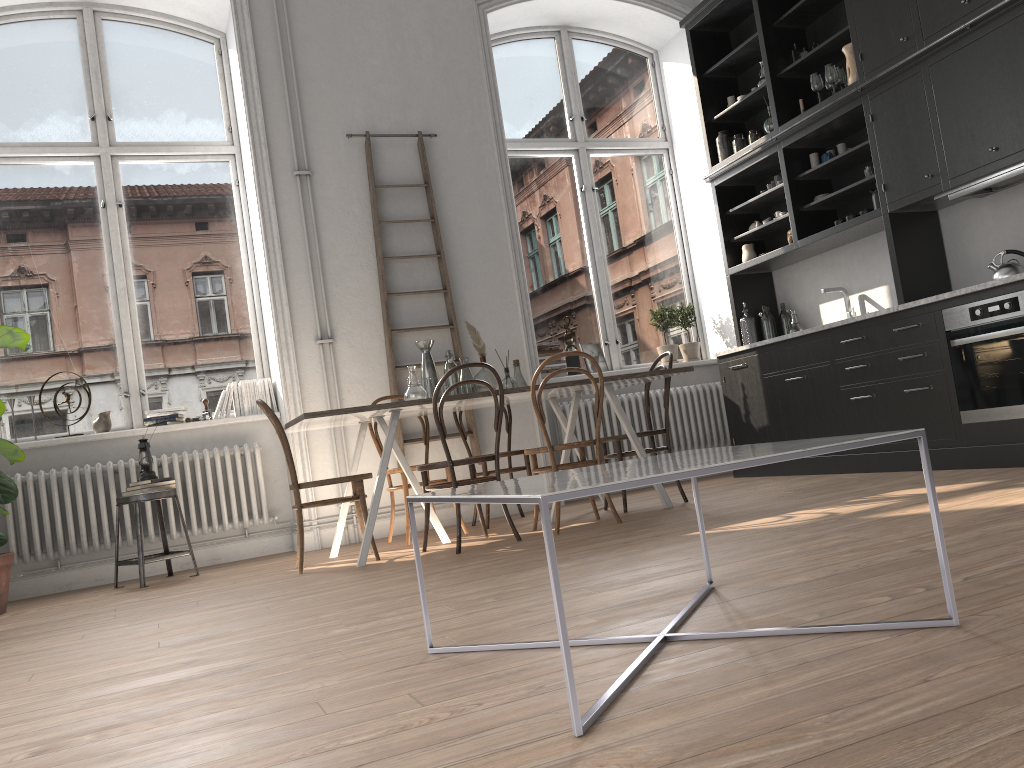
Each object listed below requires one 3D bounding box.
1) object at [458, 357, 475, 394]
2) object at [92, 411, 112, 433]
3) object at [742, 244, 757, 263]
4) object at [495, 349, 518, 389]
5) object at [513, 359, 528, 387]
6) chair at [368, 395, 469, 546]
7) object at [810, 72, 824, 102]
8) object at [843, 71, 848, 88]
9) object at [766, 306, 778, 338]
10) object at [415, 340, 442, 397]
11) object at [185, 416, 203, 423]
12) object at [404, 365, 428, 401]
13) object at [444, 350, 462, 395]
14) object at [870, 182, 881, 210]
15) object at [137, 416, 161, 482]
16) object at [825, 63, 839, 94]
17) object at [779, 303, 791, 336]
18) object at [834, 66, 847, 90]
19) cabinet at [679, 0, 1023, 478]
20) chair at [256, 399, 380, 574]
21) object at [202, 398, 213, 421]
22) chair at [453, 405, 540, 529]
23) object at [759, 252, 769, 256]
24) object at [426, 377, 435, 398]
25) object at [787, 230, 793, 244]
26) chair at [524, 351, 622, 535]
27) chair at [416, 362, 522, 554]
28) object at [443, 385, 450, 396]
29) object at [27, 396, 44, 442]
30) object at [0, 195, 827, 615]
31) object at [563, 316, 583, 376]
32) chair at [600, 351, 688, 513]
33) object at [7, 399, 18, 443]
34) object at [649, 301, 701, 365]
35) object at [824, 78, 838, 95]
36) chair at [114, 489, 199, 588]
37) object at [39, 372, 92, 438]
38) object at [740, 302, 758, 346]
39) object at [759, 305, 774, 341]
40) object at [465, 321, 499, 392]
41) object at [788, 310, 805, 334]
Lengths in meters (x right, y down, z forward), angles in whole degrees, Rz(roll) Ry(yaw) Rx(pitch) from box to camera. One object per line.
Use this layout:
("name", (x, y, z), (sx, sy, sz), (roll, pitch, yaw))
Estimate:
("object", (-0.267, -0.026, 5.234), (0.100, 0.255, 0.098), (-12, -5, 44))
("object", (-2.637, 0.250, 5.704), (0.102, 0.142, 0.100), (-12, -5, 42))
("object", (1.803, -0.981, 6.731), (0.127, 0.144, 0.116), (-5, -5, -44))
("object", (-0.030, -0.074, 5.246), (0.106, 0.283, 0.107), (-7, -4, -27))
("object", (0.039, -0.041, 5.351), (0.101, 0.211, 0.101), (-10, -4, 17))
("chair", (-0.601, 0.494, 5.462), (0.437, 0.920, 0.549), (-7, -4, -24))
("object", (2.010, -1.925, 5.820), (0.083, 0.221, 0.083), (-9, -4, 9))
("object", (2.238, -1.956, 5.864), (0.083, 0.221, 0.083), (-9, -4, 9))
("object", (1.978, -0.445, 6.799), (0.086, 0.301, 0.086), (-8, -4, -8))
("object", (-0.485, -0.061, 5.194), (0.116, 0.382, 0.116), (-8, -4, -11))
("object", (-2.129, 0.238, 5.931), (0.088, 0.048, 0.153), (-10, -4, 17))
("object", (-0.540, 0.010, 4.903), (0.132, 0.219, 0.132), (-6, -4, -33))
("object", (-0.347, -0.045, 5.126), (0.086, 0.301, 0.086), (-6, -4, -37))
("object", (2.308, -1.165, 5.513), (0.124, 0.191, 0.129), (-9, -4, 5))
("object", (-2.181, 0.385, 5.325), (0.154, 0.383, 0.163), (-12, -5, 41))
("object", (2.061, -1.941, 5.700), (0.083, 0.221, 0.083), (-10, -4, 24))
("object", (2.076, -0.464, 6.726), (0.086, 0.301, 0.086), (-10, -4, 23))
("object", (2.142, -1.948, 5.768), (0.083, 0.221, 0.083), (-7, -4, -23))
("cabinet", (2.276, -1.285, 5.407), (0.634, 3.581, 3.253), (-7, -4, -22))
("chair", (-1.021, 0.504, 4.717), (0.549, 0.920, 0.438), (-8, -4, -14))
("object", (-2.037, 0.171, 5.915), (0.088, 0.153, 0.048), (-11, -4, 37))
("chair", (-0.104, 0.441, 5.753), (0.437, 0.920, 0.549), (-7, -4, -15))
("object", (1.933, -0.953, 6.609), (0.180, 0.037, 0.180), (-5, -5, -37))
("object", (-0.465, 0.041, 5.067), (0.083, 0.158, 0.084), (-7, -4, -27))
("object", (1.978, -1.030, 6.252), (0.069, 0.123, 0.173), (-9, -4, 10))
("chair", (0.290, 0.314, 4.782), (0.437, 0.920, 0.549), (-8, -4, -11))
("chair", (-0.260, 0.382, 4.592), (0.437, 0.920, 0.549), (-7, -4, -27))
("object", (-0.369, 0.055, 5.001), (0.058, 0.094, 0.058), (-9, -4, 6))
("object", (-2.993, 0.219, 5.548), (0.095, 0.288, 0.095), (-8, -4, 0))
("object", (-0.529, 0.015, 5.463), (5.825, 1.841, 0.792), (-7, -4, -17))
("object", (0.464, -0.301, 7.036), (0.122, 0.488, 0.102), (-9, -4, 2))
("chair", (0.776, 0.288, 5.439), (0.549, 0.920, 0.438), (-8, -4, -10))
("object", (-3.121, 0.238, 5.556), (0.095, 0.288, 0.095), (-9, -4, 9))
("object", (1.363, -0.426, 7.415), (0.500, 0.523, 0.234), (-6, -4, -33))
("object", (2.111, -1.938, 5.844), (0.083, 0.221, 0.083), (-6, -4, -30))
("chair", (-2.118, 0.901, 5.217), (0.360, 0.522, 0.364), (-12, -5, 41))
("object", (-2.836, 0.133, 5.643), (0.347, 0.425, 0.087), (-9, -4, 10))
("object", (1.782, -0.449, 6.706), (0.109, 0.349, 0.109), (-5, -5, -41))
("object", (1.919, -0.443, 6.690), (0.086, 0.301, 0.086), (-6, -4, -37))
("object", (-0.168, -0.145, 5.114), (0.156, 0.446, 0.157), (-8, -4, -4))
("object", (2.109, -0.439, 6.599), (0.132, 0.219, 0.120), (-7, -4, -22))
